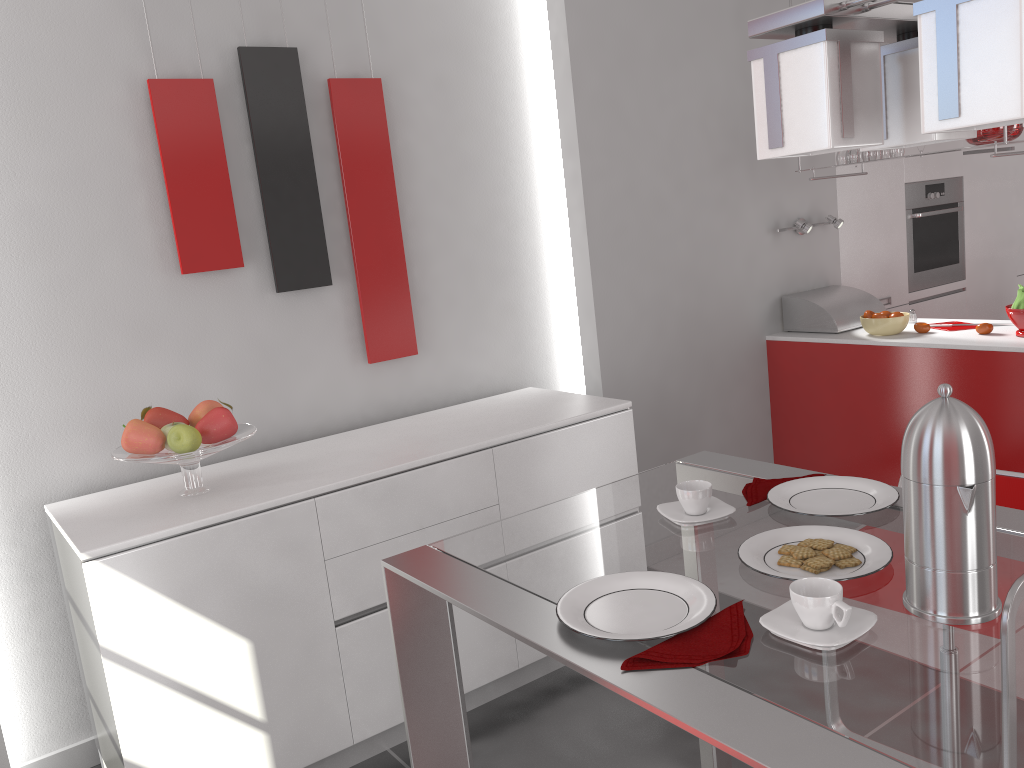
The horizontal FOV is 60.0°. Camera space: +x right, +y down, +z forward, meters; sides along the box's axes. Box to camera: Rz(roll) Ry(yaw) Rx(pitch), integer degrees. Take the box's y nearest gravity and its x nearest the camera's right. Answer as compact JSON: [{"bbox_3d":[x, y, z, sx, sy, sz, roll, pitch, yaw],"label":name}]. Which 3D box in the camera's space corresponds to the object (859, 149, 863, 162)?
[{"bbox_3d":[1.578,-1.062,3.970,0.060,0.141,0.060,-13,12,-33],"label":"object"}]

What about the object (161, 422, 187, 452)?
[{"bbox_3d":[-0.968,0.152,2.548,0.084,0.079,0.086,-8,10,-6],"label":"object"}]

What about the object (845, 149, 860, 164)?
[{"bbox_3d":[1.499,-1.042,3.907,0.060,0.141,0.060,0,12,32],"label":"object"}]

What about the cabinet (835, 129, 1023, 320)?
[{"bbox_3d":[2.492,-0.732,5.457,2.398,2.026,0.614,-13,12,-33],"label":"cabinet"}]

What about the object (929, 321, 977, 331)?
[{"bbox_3d":[1.932,-0.254,3.888,0.168,0.006,0.266,-8,10,-7],"label":"object"}]

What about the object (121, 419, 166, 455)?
[{"bbox_3d":[-1.034,0.148,2.488,0.117,0.105,0.096,-8,10,-5],"label":"object"}]

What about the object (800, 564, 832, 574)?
[{"bbox_3d":[0.437,0.262,1.272,0.036,0.006,0.034,-12,12,-29],"label":"object"}]

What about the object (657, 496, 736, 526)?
[{"bbox_3d":[0.322,0.224,1.552,0.119,0.016,0.119,-9,10,-14],"label":"object"}]

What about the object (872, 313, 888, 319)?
[{"bbox_3d":[1.615,-0.287,3.889,0.065,0.052,0.062,2,13,40],"label":"object"}]

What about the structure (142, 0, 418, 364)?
[{"bbox_3d":[-0.768,-0.770,2.988,0.820,1.503,0.040,-13,12,-33],"label":"structure"}]

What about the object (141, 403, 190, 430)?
[{"bbox_3d":[-1.032,0.114,2.606,0.150,0.129,0.117,-4,10,13],"label":"object"}]

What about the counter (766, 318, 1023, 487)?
[{"bbox_3d":[2.699,0.138,3.732,2.865,0.880,1.868,-7,10,0],"label":"counter"}]

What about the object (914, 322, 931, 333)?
[{"bbox_3d":[1.766,-0.241,3.819,0.063,0.047,0.065,-13,12,-34],"label":"object"}]

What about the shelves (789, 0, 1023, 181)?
[{"bbox_3d":[1.677,-1.418,3.664,0.462,1.023,0.934,-13,12,-33],"label":"shelves"}]

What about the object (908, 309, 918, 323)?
[{"bbox_3d":[1.854,-0.314,4.107,0.042,0.066,0.043,-10,11,-21],"label":"object"}]

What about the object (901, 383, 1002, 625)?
[{"bbox_3d":[0.533,0.138,1.114,0.113,0.287,0.149,-12,11,-26],"label":"object"}]

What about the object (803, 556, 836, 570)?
[{"bbox_3d":[0.441,0.255,1.271,0.036,0.006,0.034,-11,11,-22],"label":"object"}]

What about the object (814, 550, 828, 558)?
[{"bbox_3d":[0.456,0.253,1.309,0.034,0.006,0.036,-10,10,-16],"label":"object"}]

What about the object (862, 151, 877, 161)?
[{"bbox_3d":[1.527,-1.025,3.793,0.060,0.141,0.060,0,12,32],"label":"object"}]

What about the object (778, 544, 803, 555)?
[{"bbox_3d":[0.423,0.251,1.340,0.036,0.006,0.034,2,13,39],"label":"object"}]

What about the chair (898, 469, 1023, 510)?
[{"bbox_3d":[1.004,0.654,2.012,0.460,0.857,0.418,-15,13,-38],"label":"chair"}]

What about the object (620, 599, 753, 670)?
[{"bbox_3d":[0.245,0.317,1.089,0.234,0.012,0.095,-14,12,-35],"label":"object"}]

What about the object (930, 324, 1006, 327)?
[{"bbox_3d":[1.977,-0.259,3.852,0.375,0.008,0.041,0,12,32],"label":"object"}]

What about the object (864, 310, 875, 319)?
[{"bbox_3d":[1.596,-0.299,3.945,0.055,0.058,0.066,2,13,40],"label":"object"}]

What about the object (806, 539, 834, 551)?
[{"bbox_3d":[0.464,0.241,1.335,0.034,0.006,0.036,3,14,43],"label":"object"}]

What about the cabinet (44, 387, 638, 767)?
[{"bbox_3d":[-0.434,0.640,2.959,1.802,0.880,0.610,-13,12,-33],"label":"cabinet"}]

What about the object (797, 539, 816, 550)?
[{"bbox_3d":[0.458,0.245,1.353,0.034,0.006,0.036,-13,12,-33],"label":"object"}]

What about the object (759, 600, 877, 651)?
[{"bbox_3d":[0.380,0.298,1.101,0.119,0.016,0.119,-14,12,-36],"label":"object"}]

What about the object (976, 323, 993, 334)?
[{"bbox_3d":[1.929,-0.227,3.621,0.064,0.048,0.063,0,12,33],"label":"object"}]

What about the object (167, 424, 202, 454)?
[{"bbox_3d":[-0.895,0.148,2.440,0.083,0.086,0.100,-4,10,15],"label":"object"}]

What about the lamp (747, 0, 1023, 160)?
[{"bbox_3d":[0.432,-0.777,0.898,0.304,1.025,0.304,-13,12,-33],"label":"lamp"}]

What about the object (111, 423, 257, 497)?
[{"bbox_3d":[-0.930,0.237,2.564,0.398,0.159,0.398,-4,10,15],"label":"object"}]

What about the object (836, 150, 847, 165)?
[{"bbox_3d":[1.492,-1.058,4.001,0.060,0.141,0.060,-13,12,-33],"label":"object"}]

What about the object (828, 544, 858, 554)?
[{"bbox_3d":[0.490,0.247,1.321,0.034,0.006,0.036,-13,12,-34],"label":"object"}]

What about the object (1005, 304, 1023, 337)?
[{"bbox_3d":[2.059,-0.250,3.465,0.229,0.118,0.228,-2,11,27],"label":"object"}]

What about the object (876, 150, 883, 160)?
[{"bbox_3d":[1.580,-1.043,3.858,0.060,0.141,0.060,-13,12,-33],"label":"object"}]

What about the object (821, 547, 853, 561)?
[{"bbox_3d":[0.474,0.247,1.294,0.034,0.006,0.036,-8,10,-10],"label":"object"}]

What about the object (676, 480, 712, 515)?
[{"bbox_3d":[0.315,0.200,1.554,0.062,0.049,0.078,-13,12,-34],"label":"object"}]

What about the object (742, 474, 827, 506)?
[{"bbox_3d":[0.481,0.188,1.655,0.234,0.012,0.095,-13,12,-33],"label":"object"}]

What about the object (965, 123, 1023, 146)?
[{"bbox_3d":[1.896,-1.078,3.496,0.213,0.266,0.213,-8,10,-6],"label":"object"}]

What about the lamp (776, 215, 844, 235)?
[{"bbox_3d":[1.446,-0.760,4.254,0.454,0.081,0.155,-13,12,-33],"label":"lamp"}]

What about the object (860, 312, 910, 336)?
[{"bbox_3d":[1.638,-0.260,3.895,0.201,0.086,0.201,-13,12,-32],"label":"object"}]

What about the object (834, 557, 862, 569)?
[{"bbox_3d":[0.481,0.256,1.277,0.036,0.006,0.034,-9,10,-12],"label":"object"}]

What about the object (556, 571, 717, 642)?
[{"bbox_3d":[0.168,0.303,1.204,0.217,0.015,0.217,0,12,31],"label":"object"}]

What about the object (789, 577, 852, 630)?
[{"bbox_3d":[0.376,0.276,1.089,0.062,0.049,0.078,-6,10,6],"label":"object"}]

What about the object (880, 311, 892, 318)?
[{"bbox_3d":[1.656,-0.300,3.933,0.062,0.049,0.066,-14,13,-37],"label":"object"}]

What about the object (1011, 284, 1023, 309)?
[{"bbox_3d":[2.060,-0.302,3.448,0.193,0.182,0.198,-12,11,-28],"label":"object"}]

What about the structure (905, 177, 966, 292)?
[{"bbox_3d":[2.406,-0.849,4.998,0.599,0.589,0.050,-13,12,-33],"label":"structure"}]

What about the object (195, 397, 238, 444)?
[{"bbox_3d":[-0.854,0.104,2.554,0.097,0.133,0.117,3,14,44],"label":"object"}]

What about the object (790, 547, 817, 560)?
[{"bbox_3d":[0.430,0.249,1.310,0.034,0.006,0.036,-6,10,3],"label":"object"}]

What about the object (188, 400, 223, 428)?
[{"bbox_3d":[-0.920,0.098,2.668,0.121,0.101,0.097,0,12,34],"label":"object"}]

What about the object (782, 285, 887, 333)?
[{"bbox_3d":[1.553,-0.366,4.263,0.400,0.170,0.300,-13,12,-33],"label":"object"}]

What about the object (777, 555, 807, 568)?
[{"bbox_3d":[0.410,0.259,1.301,0.036,0.006,0.034,0,12,34],"label":"object"}]

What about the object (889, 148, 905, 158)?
[{"bbox_3d":[1.638,-1.035,3.778,0.060,0.141,0.060,-13,12,-33],"label":"object"}]

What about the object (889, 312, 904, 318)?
[{"bbox_3d":[1.677,-0.291,3.870,0.062,0.049,0.066,-12,11,-26],"label":"object"}]

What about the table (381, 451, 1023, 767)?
[{"bbox_3d":[0.643,0.780,1.130,0.800,1.000,1.700,-13,12,-33],"label":"table"}]

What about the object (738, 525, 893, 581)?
[{"bbox_3d":[0.444,0.253,1.307,0.217,0.015,0.217,-6,10,3],"label":"object"}]

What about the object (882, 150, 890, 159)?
[{"bbox_3d":[1.654,-1.059,3.904,0.060,0.141,0.060,-13,12,-33],"label":"object"}]

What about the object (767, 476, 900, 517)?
[{"bbox_3d":[0.555,0.199,1.539,0.217,0.015,0.217,-6,10,2],"label":"object"}]
